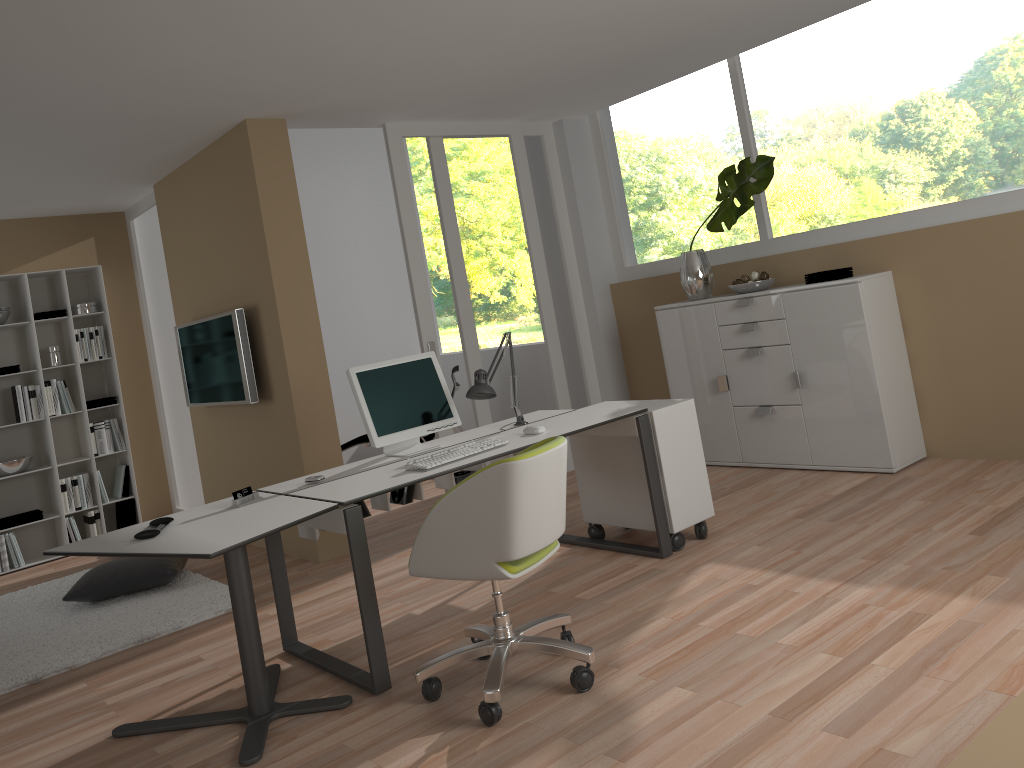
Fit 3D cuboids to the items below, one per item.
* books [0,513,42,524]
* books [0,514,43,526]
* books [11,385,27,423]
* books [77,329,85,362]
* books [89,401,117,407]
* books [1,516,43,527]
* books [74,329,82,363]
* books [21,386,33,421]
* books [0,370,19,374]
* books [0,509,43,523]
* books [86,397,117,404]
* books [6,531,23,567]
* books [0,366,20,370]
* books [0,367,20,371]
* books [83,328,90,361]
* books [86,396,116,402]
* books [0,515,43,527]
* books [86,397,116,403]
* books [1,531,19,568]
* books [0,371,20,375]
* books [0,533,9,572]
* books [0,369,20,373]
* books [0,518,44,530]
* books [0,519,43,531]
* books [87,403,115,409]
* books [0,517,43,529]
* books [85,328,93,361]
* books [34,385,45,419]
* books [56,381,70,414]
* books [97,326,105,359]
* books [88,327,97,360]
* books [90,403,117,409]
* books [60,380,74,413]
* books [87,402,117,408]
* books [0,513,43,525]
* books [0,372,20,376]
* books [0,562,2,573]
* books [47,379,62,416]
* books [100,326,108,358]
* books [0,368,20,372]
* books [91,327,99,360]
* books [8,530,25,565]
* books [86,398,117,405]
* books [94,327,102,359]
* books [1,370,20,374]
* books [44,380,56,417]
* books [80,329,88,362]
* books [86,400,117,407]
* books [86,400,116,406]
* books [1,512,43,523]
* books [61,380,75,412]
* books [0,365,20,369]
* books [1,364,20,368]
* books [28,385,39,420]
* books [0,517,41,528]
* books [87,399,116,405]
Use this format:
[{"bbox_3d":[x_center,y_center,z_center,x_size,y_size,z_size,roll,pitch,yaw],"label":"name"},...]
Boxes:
[{"bbox_3d":[-3.662,0.990,6.520,0.301,0.008,0.208,-14,6,-38],"label":"books"},{"bbox_3d":[-3.658,1.000,6.515,0.300,0.006,0.208,-14,6,-37],"label":"books"},{"bbox_3d":[-3.703,0.149,6.610,0.040,0.276,0.205,-9,0,-38],"label":"books"},{"bbox_3d":[-3.406,-0.294,6.907,0.021,0.259,0.205,-8,0,-38],"label":"books"},{"bbox_3d":[-3.283,0.162,6.981,0.213,0.007,0.294,-14,7,-40],"label":"books"},{"bbox_3d":[-3.656,1.011,6.517,0.301,0.006,0.208,-14,6,-38],"label":"books"},{"bbox_3d":[-3.418,-0.291,6.889,0.021,0.259,0.205,-9,0,-38],"label":"books"},{"bbox_3d":[-3.670,0.150,6.635,0.040,0.259,0.205,-9,0,-38],"label":"books"},{"bbox_3d":[-3.848,-0.073,6.551,0.301,0.007,0.208,-14,7,-40],"label":"books"},{"bbox_3d":[-3.659,0.979,6.520,0.301,0.006,0.208,-14,6,-38],"label":"books"},{"bbox_3d":[-3.283,0.135,6.982,0.213,0.008,0.295,-14,6,-38],"label":"books"},{"bbox_3d":[-3.654,1.204,6.452,0.058,0.258,0.205,-9,0,-38],"label":"books"},{"bbox_3d":[-3.853,-0.100,6.556,0.301,0.008,0.208,-14,6,-38],"label":"books"},{"bbox_3d":[-3.849,-0.090,6.552,0.300,0.006,0.208,-14,6,-37],"label":"books"},{"bbox_3d":[-3.373,-0.303,6.932,0.021,0.259,0.205,-9,0,-38],"label":"books"},{"bbox_3d":[-3.285,0.125,6.977,0.212,0.006,0.295,-14,6,-38],"label":"books"},{"bbox_3d":[-3.656,1.006,6.517,0.301,0.006,0.208,-14,6,-38],"label":"books"},{"bbox_3d":[-3.286,0.130,6.977,0.213,0.007,0.295,-14,6,-38],"label":"books"},{"bbox_3d":[-3.677,1.207,6.439,0.060,0.260,0.205,-9,0,-38],"label":"books"},{"bbox_3d":[-3.845,-0.062,6.552,0.301,0.006,0.208,-14,6,-38],"label":"books"},{"bbox_3d":[-3.714,1.219,6.406,0.040,0.259,0.205,-9,0,-38],"label":"books"},{"bbox_3d":[-3.846,-0.079,6.553,0.301,0.006,0.208,-14,6,-38],"label":"books"},{"bbox_3d":[-3.654,1.028,6.516,0.301,0.006,0.208,-14,6,-38],"label":"books"},{"bbox_3d":[-3.653,1.033,6.514,0.301,0.007,0.208,-14,6,-38],"label":"books"},{"bbox_3d":[-3.280,0.174,6.979,0.212,0.006,0.295,-14,6,-38],"label":"books"},{"bbox_3d":[-3.655,1.023,6.516,0.301,0.006,0.208,-14,6,-38],"label":"books"},{"bbox_3d":[-3.356,-0.307,6.946,0.021,0.259,0.205,-8,0,-38],"label":"books"},{"bbox_3d":[-3.606,0.137,6.689,0.040,0.252,0.205,-9,0,-38],"label":"books"},{"bbox_3d":[-3.485,0.104,6.796,0.060,0.260,0.205,-9,0,-38],"label":"books"},{"bbox_3d":[-3.291,-0.323,6.999,0.021,0.259,0.205,-9,0,-38],"label":"books"},{"bbox_3d":[-3.336,-0.311,6.955,0.021,0.259,0.205,-9,0,-38],"label":"books"},{"bbox_3d":[-3.280,0.179,6.978,0.213,0.007,0.295,-14,6,-38],"label":"books"},{"bbox_3d":[-3.462,0.100,6.809,0.058,0.258,0.205,-9,0,-38],"label":"books"},{"bbox_3d":[-3.281,0.168,6.979,0.212,0.006,0.295,-14,6,-38],"label":"books"},{"bbox_3d":[-3.661,0.995,6.520,0.301,0.008,0.208,-14,6,-38],"label":"books"},{"bbox_3d":[-3.844,-0.056,6.550,0.301,0.007,0.208,-14,6,-38],"label":"books"},{"bbox_3d":[-3.753,1.228,6.381,0.040,0.259,0.205,-9,0,-38],"label":"books"},{"bbox_3d":[-3.526,0.105,6.768,0.040,0.276,0.205,-9,0,-38],"label":"books"},{"bbox_3d":[-3.274,-0.327,7.013,0.021,0.259,0.205,-8,0,-38],"label":"books"},{"bbox_3d":[-3.847,-0.084,6.554,0.301,0.006,0.208,-14,6,-38],"label":"books"},{"bbox_3d":[-3.324,-0.315,6.974,0.021,0.259,0.205,-8,0,-38],"label":"books"},{"bbox_3d":[-3.650,1.199,6.475,0.058,0.258,0.205,-9,0,-38],"label":"books"},{"bbox_3d":[-3.283,0.140,6.981,0.213,0.008,0.295,-14,6,-38],"label":"books"},{"bbox_3d":[-3.306,-0.319,6.985,0.021,0.259,0.205,-9,0,-38],"label":"books"},{"bbox_3d":[-3.846,-0.067,6.552,0.301,0.006,0.208,-14,6,-38],"label":"books"},{"bbox_3d":[-3.561,0.115,6.738,0.054,0.273,0.205,-9,0,-38],"label":"books"},{"bbox_3d":[-3.388,-0.299,6.918,0.021,0.259,0.205,-9,0,-38],"label":"books"},{"bbox_3d":[-3.282,0.157,6.978,0.212,0.006,0.295,-14,6,-38],"label":"books"},{"bbox_3d":[-3.283,0.152,6.978,0.212,0.006,0.295,-14,6,-38],"label":"books"},{"bbox_3d":[-3.658,0.984,6.518,0.301,0.007,0.208,-14,6,-38],"label":"books"},{"bbox_3d":[-3.459,0.096,6.832,0.058,0.258,0.205,-9,0,-38],"label":"books"},{"bbox_3d":[-3.849,-0.106,6.555,0.301,0.007,0.208,-14,6,-38],"label":"books"},{"bbox_3d":[-3.850,-0.111,6.556,0.301,0.006,0.208,-14,6,-38],"label":"books"},{"bbox_3d":[-3.634,0.142,6.657,0.040,0.259,0.205,-9,0,-38],"label":"books"},{"bbox_3d":[-3.657,1.017,6.515,0.301,0.007,0.208,-14,7,-40],"label":"books"},{"bbox_3d":[-3.286,0.146,6.979,0.212,0.006,0.295,-14,6,-37],"label":"books"}]
